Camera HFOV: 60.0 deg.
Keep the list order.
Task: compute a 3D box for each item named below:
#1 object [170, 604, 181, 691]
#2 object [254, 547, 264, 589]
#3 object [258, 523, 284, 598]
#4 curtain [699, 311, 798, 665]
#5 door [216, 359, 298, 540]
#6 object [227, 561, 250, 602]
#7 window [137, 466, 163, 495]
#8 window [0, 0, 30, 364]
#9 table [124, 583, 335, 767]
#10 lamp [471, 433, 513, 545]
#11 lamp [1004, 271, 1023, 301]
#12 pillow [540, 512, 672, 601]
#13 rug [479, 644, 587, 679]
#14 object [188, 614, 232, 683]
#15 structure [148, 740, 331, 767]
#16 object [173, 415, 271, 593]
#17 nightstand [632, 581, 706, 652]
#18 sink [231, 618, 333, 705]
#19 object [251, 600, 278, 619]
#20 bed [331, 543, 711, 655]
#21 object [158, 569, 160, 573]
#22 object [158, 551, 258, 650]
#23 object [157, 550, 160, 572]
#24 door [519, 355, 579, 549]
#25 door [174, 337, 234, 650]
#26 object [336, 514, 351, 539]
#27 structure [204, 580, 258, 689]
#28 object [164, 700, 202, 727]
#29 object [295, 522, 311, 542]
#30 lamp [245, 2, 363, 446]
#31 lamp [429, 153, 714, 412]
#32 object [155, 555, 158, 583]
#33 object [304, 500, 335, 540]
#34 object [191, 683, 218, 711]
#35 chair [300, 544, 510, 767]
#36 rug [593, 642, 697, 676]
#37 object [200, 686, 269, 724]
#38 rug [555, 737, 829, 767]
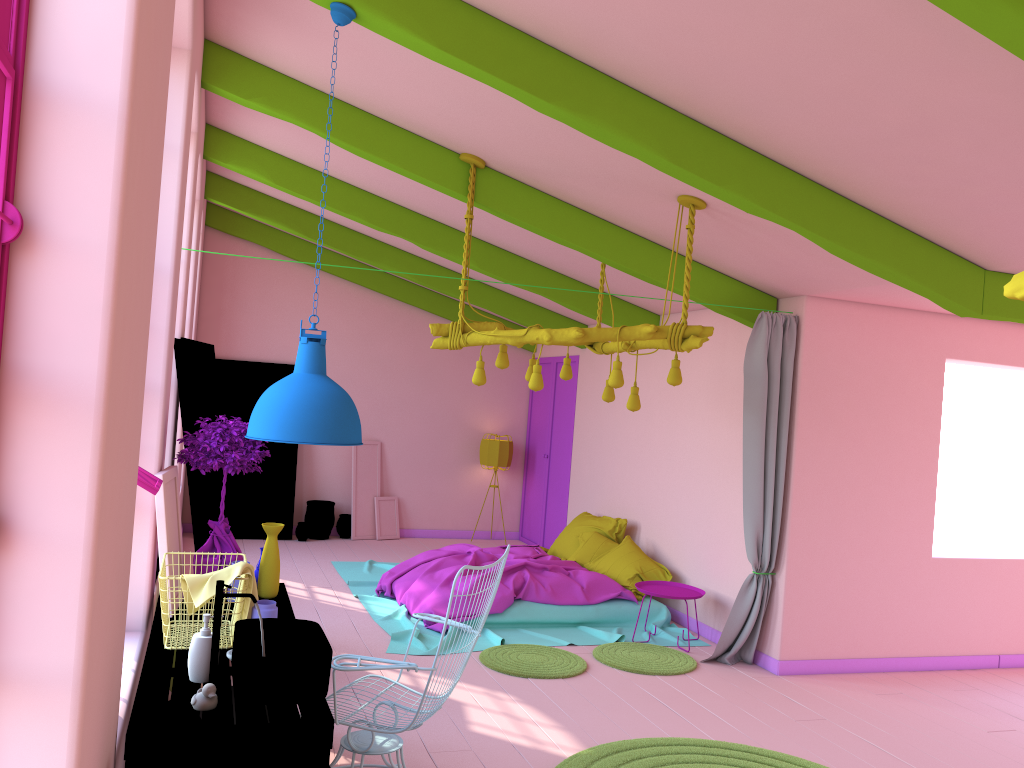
[{"bbox_3d":[-1.984,1.535,5.237,0.218,0.733,0.451,5,-1,-19],"label":"object"},{"bbox_3d":[-1.368,1.013,4.878,0.132,0.219,0.132,4,-1,-2],"label":"object"},{"bbox_3d":[-1.280,0.935,4.696,0.116,0.383,0.116,4,-1,45],"label":"object"},{"bbox_3d":[1.915,0.835,7.020,0.519,2.785,0.525,5,-1,-38],"label":"curtain"},{"bbox_3d":[-3.274,0.815,11.111,1.153,2.210,0.450,5,-1,-19],"label":"door"},{"bbox_3d":[-1.408,1.020,4.581,0.109,0.197,0.109,4,-1,18],"label":"object"},{"bbox_3d":[-1.602,-0.319,3.506,0.492,3.003,1.497,5,-1,-19],"label":"window"},{"bbox_3d":[-0.802,-0.312,1.180,0.072,3.047,1.274,5,-1,-19],"label":"window"},{"bbox_3d":[-1.289,1.517,3.923,0.655,0.820,2.192,5,-1,-19],"label":"table"},{"bbox_3d":[-0.229,1.416,12.083,0.491,1.466,0.476,4,-1,11],"label":"lamp"},{"bbox_3d":[1.657,-0.788,0.620,1.611,2.264,1.775,5,-1,-37],"label":"lamp"},{"bbox_3d":[0.801,1.776,9.280,0.849,0.822,2.616,5,-1,-29],"label":"pillow"},{"bbox_3d":[0.158,2.080,6.670,0.793,0.021,0.792,5,-1,-36],"label":"rug"},{"bbox_3d":[-1.152,1.004,3.521,0.165,0.250,0.411,4,-1,17],"label":"object"},{"bbox_3d":[-0.803,1.516,2.494,0.718,0.844,0.718,4,-1,39],"label":"structure"},{"bbox_3d":[-1.528,0.636,4.664,0.502,0.950,0.441,4,-1,31],"label":"object"},{"bbox_3d":[1.331,1.968,7.562,0.596,0.458,0.596,4,-1,19],"label":"nightstand"},{"bbox_3d":[-0.882,1.046,3.368,0.340,0.194,0.609,5,-1,-19],"label":"sink"},{"bbox_3d":[-1.072,1.040,3.827,0.109,0.197,0.109,5,-1,-27],"label":"object"},{"bbox_3d":[-0.156,1.855,8.683,2.803,0.514,3.576,5,-1,-19],"label":"bed"},{"bbox_3d":[-2.242,1.040,5.432,0.223,0.272,0.223,5,-1,-31],"label":"object"},{"bbox_3d":[-1.326,0.941,3.927,0.444,0.369,0.633,5,-1,-19],"label":"object"},{"bbox_3d":[-2.174,1.066,5.235,0.182,0.222,0.182,5,-1,-36],"label":"object"},{"bbox_3d":[0.471,0.931,11.742,0.108,2.590,1.677,5,-1,-19],"label":"door"},{"bbox_3d":[-2.136,0.808,6.301,0.450,2.210,1.153,4,-1,-9],"label":"door"},{"bbox_3d":[-2.167,1.859,11.570,0.260,0.306,0.260,4,-1,14],"label":"object"},{"bbox_3d":[-1.042,0.933,3.285,0.166,0.396,0.087,4,0,-9],"label":"structure"},{"bbox_3d":[-1.413,1.689,4.071,0.300,0.448,0.672,5,-1,-43],"label":"object"},{"bbox_3d":[-2.617,1.852,11.106,0.199,0.234,0.199,4,-1,39],"label":"object"},{"bbox_3d":[-0.870,-0.739,4.058,0.528,2.002,0.529,4,-1,13],"label":"lamp"},{"bbox_3d":[0.582,-0.961,6.105,1.611,2.264,1.775,5,-1,-37],"label":"lamp"},{"bbox_3d":[-2.077,1.068,4.953,0.182,0.222,0.182,5,-1,-41],"label":"object"},{"bbox_3d":[-2.470,1.745,11.386,0.386,0.471,0.386,4,-1,24],"label":"object"},{"bbox_3d":[-1.055,1.070,3.053,0.088,0.088,0.086,4,-1,-2],"label":"object"},{"bbox_3d":[-0.564,1.373,4.207,0.924,1.238,1.079,4,-1,16],"label":"chair"},{"bbox_3d":[1.040,2.153,6.973,0.792,0.021,0.793,4,-1,9],"label":"rug"},{"bbox_3d":[1.217,1.259,0.280,2.827,1.580,7.864,5,-1,-18],"label":"object"},{"bbox_3d":[1.093,2.095,4.303,1.889,0.050,1.888,5,-1,-31],"label":"rug"}]
